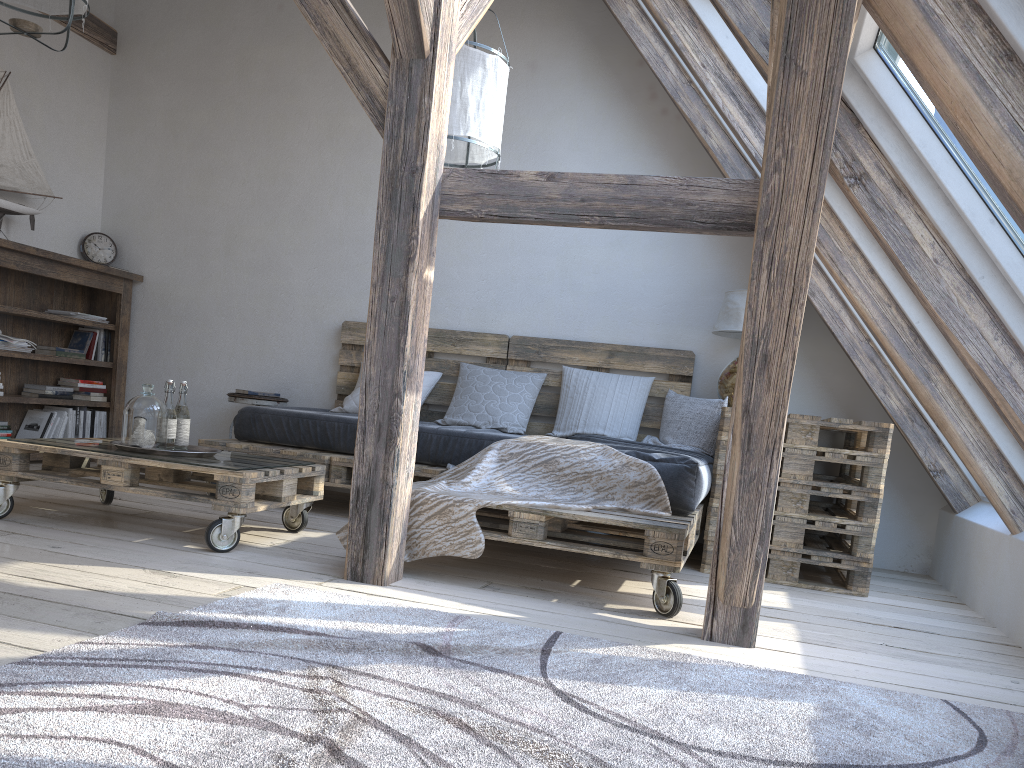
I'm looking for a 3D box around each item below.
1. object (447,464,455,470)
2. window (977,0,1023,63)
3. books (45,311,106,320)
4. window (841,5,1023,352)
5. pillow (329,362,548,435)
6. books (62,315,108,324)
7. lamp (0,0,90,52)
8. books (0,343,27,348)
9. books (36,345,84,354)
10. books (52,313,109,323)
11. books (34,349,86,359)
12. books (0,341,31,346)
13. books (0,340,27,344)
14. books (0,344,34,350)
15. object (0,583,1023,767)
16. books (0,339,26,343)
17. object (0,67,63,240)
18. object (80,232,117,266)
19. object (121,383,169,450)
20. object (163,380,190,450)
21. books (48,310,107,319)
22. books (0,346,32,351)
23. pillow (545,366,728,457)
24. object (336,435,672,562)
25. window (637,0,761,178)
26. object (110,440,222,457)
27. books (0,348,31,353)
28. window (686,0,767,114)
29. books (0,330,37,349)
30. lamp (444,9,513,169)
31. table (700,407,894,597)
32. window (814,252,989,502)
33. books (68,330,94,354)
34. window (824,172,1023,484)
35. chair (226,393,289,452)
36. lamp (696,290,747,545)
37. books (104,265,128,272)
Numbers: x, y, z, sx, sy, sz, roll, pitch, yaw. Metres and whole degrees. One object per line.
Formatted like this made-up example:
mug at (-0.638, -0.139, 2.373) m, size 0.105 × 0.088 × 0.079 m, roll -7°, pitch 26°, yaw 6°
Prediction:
object at (-0.064, 0.517, 3.879) m, size 0.505 × 0.279 × 0.705 m, roll 6°, pitch -1°, yaw 0°
window at (0.937, -0.340, 0.990) m, size 1.092 × 1.287 × 0.852 m, roll 7°, pitch 3°, yaw 15°
books at (-2.607, -0.409, 5.259) m, size 0.203 × 0.009 × 0.258 m, roll 6°, pitch -2°, yaw 22°
window at (1.179, -0.286, 1.876) m, size 1.092 × 1.287 × 0.852 m, roll 7°, pitch 3°, yaw 15°
pillow at (-0.408, 0.039, 4.789) m, size 1.125 × 0.358 × 0.350 m, roll 6°, pitch 2°, yaw 15°
books at (-2.596, -0.389, 5.278) m, size 0.204 × 0.009 × 0.257 m, roll 6°, pitch -2°, yaw 10°
lamp at (-1.690, -1.794, 3.112) m, size 0.401 × 1.093 × 0.402 m, roll 3°, pitch 5°, yaw -34°
books at (-2.769, -0.219, 4.692) m, size 0.203 × 0.009 × 0.259 m, roll 5°, pitch -2°, yaw 32°
books at (-2.657, -0.202, 5.178) m, size 0.149 × 0.021 × 0.205 m, roll 6°, pitch -2°, yaw 19°
books at (-2.592, -0.397, 5.292) m, size 0.204 × 0.009 × 0.257 m, roll 6°, pitch -2°, yaw 7°
books at (-2.663, -0.176, 5.189) m, size 0.161 × 0.031 × 0.219 m, roll 6°, pitch -2°, yaw 18°
books at (-2.759, -0.226, 4.701) m, size 0.203 × 0.009 × 0.258 m, roll 6°, pitch -2°, yaw 22°
books at (-2.773, -0.237, 4.695) m, size 0.203 × 0.009 × 0.258 m, roll 6°, pitch -2°, yaw 22°
books at (-2.748, -0.207, 4.721) m, size 0.204 × 0.009 × 0.258 m, roll 6°, pitch -2°, yaw 17°
object at (-0.080, 0.580, 0.809) m, size 2.179 × 0.057 × 3.186 m, roll 6°, pitch -2°, yaw 16°
books at (-2.778, -0.246, 4.690) m, size 0.203 × 0.009 × 0.258 m, roll 5°, pitch -2°, yaw 27°
object at (-2.672, -1.241, 4.614) m, size 0.140 × 1.000 × 0.788 m, roll 8°, pitch 3°, yaw 21°
object at (-2.560, -0.832, 5.453) m, size 0.205 × 0.211 × 0.081 m, roll 5°, pitch 4°, yaw -39°
object at (-1.352, 0.122, 3.250) m, size 0.156 × 0.249 × 0.154 m, roll 5°, pitch 3°, yaw -16°
object at (-1.307, 0.120, 3.408) m, size 0.071 × 0.270 × 0.153 m, roll 8°, pitch 4°, yaw 16°
books at (-2.600, -0.416, 5.269) m, size 0.204 × 0.009 × 0.257 m, roll 6°, pitch -2°, yaw 12°
books at (-2.755, -0.199, 4.708) m, size 0.203 × 0.009 × 0.258 m, roll 6°, pitch -2°, yaw 20°
pillow at (0.656, 0.134, 4.539) m, size 0.960 × 0.402 × 0.387 m, roll 6°, pitch 1°, yaw 31°
object at (0.001, 0.416, 3.064) m, size 0.803 × 0.477 × 1.014 m, roll 6°, pitch 0°, yaw 45°
window at (0.838, -1.465, 3.788) m, size 1.092 × 1.287 × 0.852 m, roll 7°, pitch 3°, yaw 15°
object at (-1.304, 0.246, 3.324) m, size 0.391 × 0.022 × 0.396 m, roll 5°, pitch -2°, yaw 35°
books at (-2.758, -0.191, 4.701) m, size 0.203 × 0.009 × 0.258 m, roll 6°, pitch -2°, yaw 24°
window at (0.640, -1.514, 2.891) m, size 1.345 × 1.287 × 0.852 m, roll 7°, pitch 3°, yaw 15°
books at (-2.732, -0.250, 4.736) m, size 0.221 × 0.089 × 0.259 m, roll 6°, pitch -1°, yaw -5°
lamp at (-0.183, -1.551, 3.493) m, size 0.409 × 1.530 × 0.395 m, roll 3°, pitch 6°, yaw -34°
table at (1.280, 0.505, 4.069) m, size 0.672 × 0.707 × 1.015 m, roll 7°, pitch 1°, yaw 15°
window at (1.664, -0.178, 3.647) m, size 1.092 × 1.287 × 0.852 m, roll 7°, pitch 3°, yaw 15°
books at (-2.620, -0.238, 5.326) m, size 0.131 × 0.174 × 0.081 m, roll 7°, pitch 4°, yaw 15°
window at (1.422, -0.232, 2.761) m, size 1.092 × 1.287 × 0.852 m, roll 7°, pitch 3°, yaw 15°
chair at (-1.500, 0.324, 5.132) m, size 0.352 × 0.525 × 0.353 m, roll 7°, pitch 3°, yaw 19°
lamp at (1.142, 0.211, 4.611) m, size 0.389 × 1.295 × 0.817 m, roll 6°, pitch 3°, yaw 1°
books at (-2.535, -0.712, 5.456) m, size 0.235 × 0.025 × 0.178 m, roll 6°, pitch -2°, yaw 15°
